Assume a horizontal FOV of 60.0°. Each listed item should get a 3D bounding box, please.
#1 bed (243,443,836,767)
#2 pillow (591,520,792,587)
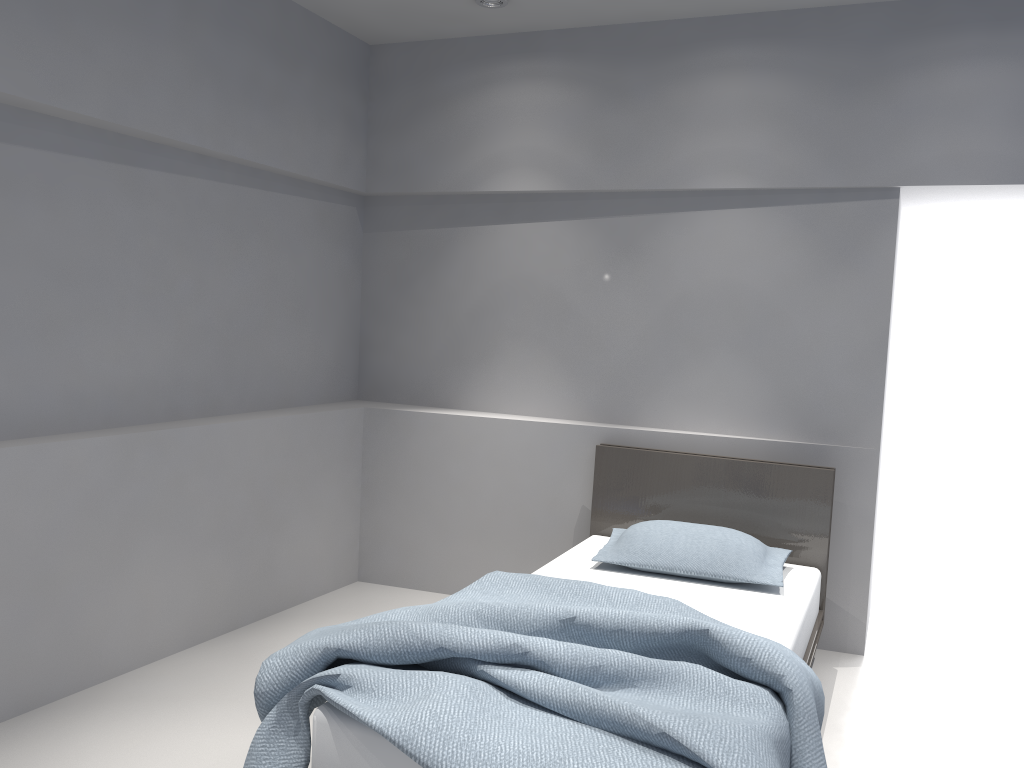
[{"bbox_3d":[0.365,0.741,2.906,1.411,0.752,2.319,5,5,24],"label":"bed"},{"bbox_3d":[0.720,0.655,3.528,0.746,0.173,0.417,4,5,19],"label":"pillow"}]
